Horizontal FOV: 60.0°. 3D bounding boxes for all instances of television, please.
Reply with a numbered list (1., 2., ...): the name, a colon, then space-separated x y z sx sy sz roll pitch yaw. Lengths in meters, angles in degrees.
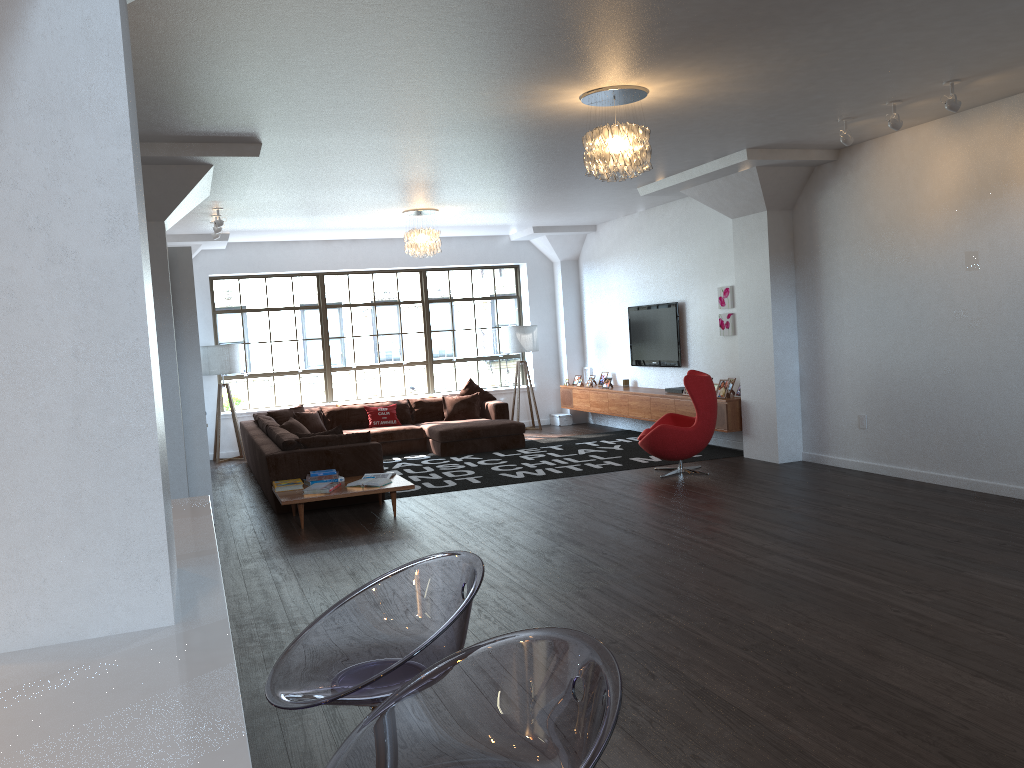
1. television: 1.853 -0.633 11.632 0.013 0.816 1.324 -5 4 -20

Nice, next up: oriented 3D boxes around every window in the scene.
1. window: -2.033 -0.732 13.405 4.648 1.905 0.114 -5 4 -20

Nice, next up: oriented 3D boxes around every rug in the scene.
1. rug: 0.180 0.877 10.485 4.200 0.007 3.100 -5 4 -18

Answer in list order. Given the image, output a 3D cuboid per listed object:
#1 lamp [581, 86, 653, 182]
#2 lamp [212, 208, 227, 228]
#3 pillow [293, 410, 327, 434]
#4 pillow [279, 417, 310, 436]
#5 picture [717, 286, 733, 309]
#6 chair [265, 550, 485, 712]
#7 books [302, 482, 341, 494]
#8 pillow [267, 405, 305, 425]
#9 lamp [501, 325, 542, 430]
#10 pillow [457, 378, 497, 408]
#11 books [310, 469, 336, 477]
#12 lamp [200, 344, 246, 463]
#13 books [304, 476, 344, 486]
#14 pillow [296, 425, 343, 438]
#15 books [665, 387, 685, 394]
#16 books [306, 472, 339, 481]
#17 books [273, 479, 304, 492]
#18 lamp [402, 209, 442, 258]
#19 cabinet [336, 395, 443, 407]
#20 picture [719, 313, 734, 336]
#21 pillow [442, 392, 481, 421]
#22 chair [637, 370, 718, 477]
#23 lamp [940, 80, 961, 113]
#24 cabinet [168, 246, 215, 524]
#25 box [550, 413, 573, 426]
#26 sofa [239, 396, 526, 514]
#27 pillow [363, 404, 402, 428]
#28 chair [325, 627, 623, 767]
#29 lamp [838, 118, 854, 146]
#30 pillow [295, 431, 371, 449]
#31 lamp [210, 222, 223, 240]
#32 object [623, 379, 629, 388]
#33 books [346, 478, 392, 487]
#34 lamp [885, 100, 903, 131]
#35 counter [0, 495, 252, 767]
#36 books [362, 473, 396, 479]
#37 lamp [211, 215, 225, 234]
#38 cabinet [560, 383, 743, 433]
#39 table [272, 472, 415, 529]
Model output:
1. lamp: 0.677 -1.601 5.751 0.441 0.539 0.442 -2 4 22
2. lamp: -3.077 -1.741 9.304 0.111 0.211 0.120 -3 4 14
3. pillow: -2.650 0.506 11.539 0.238 0.337 0.489 -1 4 39
4. pillow: -2.421 0.580 10.004 0.325 0.391 0.625 -4 3 -4
5. picture: 2.433 -0.984 10.121 0.030 0.250 0.250 -5 4 -20
6. chair: -0.269 0.908 1.943 0.481 1.014 0.530 -5 4 -18
7. books: -1.614 0.883 7.537 0.236 0.035 0.340 -3 3 5
8. pillow: -2.864 0.500 11.563 0.334 0.418 0.580 -1 5 43
9. lamp: 0.162 -0.090 13.472 0.545 1.579 0.545 -4 3 -9
10. pillow: -0.568 0.211 12.490 0.651 0.587 0.335 -7 5 -41
11. books: -1.691 0.796 7.936 0.224 0.027 0.157 -5 4 -15
12. lamp: -3.914 0.258 12.102 0.545 1.579 0.545 -6 4 -31
13. books: -1.686 0.863 7.938 0.312 0.037 0.216 -6 4 -30
14. pillow: -1.830 0.597 8.699 0.559 0.411 0.269 -2 4 26
15. books: 2.096 0.078 10.922 0.250 0.053 0.400 -5 4 -20
16. books: -1.694 0.827 7.938 0.279 0.035 0.191 -4 3 -10
17. books: -1.963 0.887 7.774 0.241 0.045 0.334 -5 4 -18
18. lamp: -1.064 -1.771 10.500 0.441 0.539 0.442 -2 4 22
19. cabinet: -1.762 0.545 12.970 1.520 0.625 0.350 -5 4 -20
20. picture: 2.453 -0.679 10.139 0.030 0.250 0.250 -5 4 -20
21. pillow: -0.699 0.316 12.270 0.542 0.362 0.248 -4 3 1
22. chair: 1.646 0.378 8.851 0.801 1.006 0.798 -3 3 5
23. lamp: 2.965 -1.936 5.975 0.111 0.211 0.120 0 5 44
24. cabinet: -3.659 -0.035 9.702 0.461 2.414 4.500 -5 4 -20
25. box: 0.771 0.556 13.888 0.228 0.165 0.368 -5 4 -20
26. sofa: -1.287 0.642 10.483 3.481 0.664 4.197 -5 4 -20
27. pillow: -1.752 0.435 12.016 0.465 0.308 0.220 -5 4 -24
28. chair: -0.053 0.930 1.351 0.481 1.014 0.530 -5 4 -22
29. lamp: 2.614 -1.970 6.937 0.111 0.211 0.120 -3 4 14
30. pillow: -1.701 0.645 8.465 0.750 0.364 0.289 -5 4 -21
31. lamp: -3.428 -1.775 10.266 0.111 0.211 0.120 0 5 44
32. object: 1.592 -0.009 12.373 0.089 0.110 0.089 -2 4 25
33. books: -1.234 0.849 7.665 0.342 0.040 0.231 -2 4 20
34. lamp: 2.787 -1.953 6.462 0.111 0.211 0.120 -2 4 29
35. counter: 0.440 1.027 0.526 8.182 0.860 3.039 -1 4 41
36. books: -1.207 0.826 8.041 0.256 0.035 0.350 -3 3 5
37. lamp: -3.250 -1.758 9.779 0.111 0.211 0.120 -2 4 29
38. cabinet: 1.740 0.253 11.692 0.459 0.350 4.501 -5 4 -20
39. table: -1.476 1.017 7.724 1.100 0.271 0.853 -5 4 -20
